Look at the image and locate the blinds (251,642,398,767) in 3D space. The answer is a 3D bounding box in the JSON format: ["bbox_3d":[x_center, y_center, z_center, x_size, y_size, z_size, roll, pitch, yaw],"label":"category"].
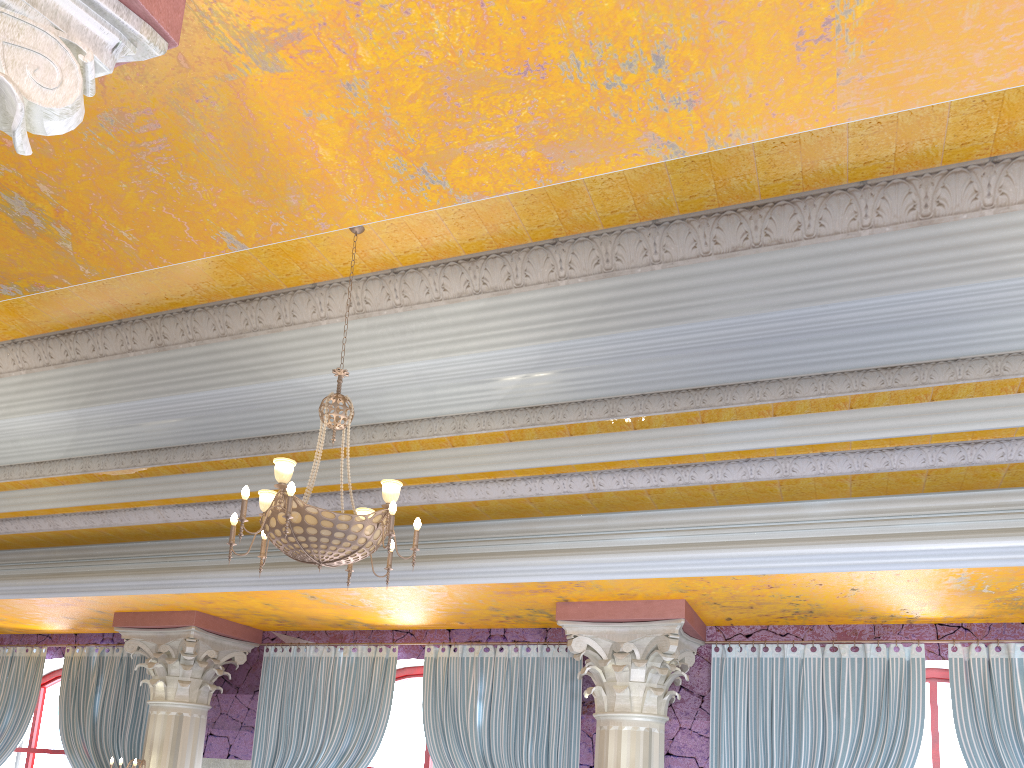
[{"bbox_3d":[-2.043,4.292,8.548,1.714,3.307,0.257,-3,-14,24],"label":"blinds"}]

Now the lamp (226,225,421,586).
[{"bbox_3d":[-0.988,0.032,4.889,0.974,2.043,1.006,10,-16,-22],"label":"lamp"}]

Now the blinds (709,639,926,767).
[{"bbox_3d":[2.372,3.746,6.813,1.763,3.307,0.257,-3,-14,24],"label":"blinds"}]

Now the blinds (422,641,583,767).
[{"bbox_3d":[-0.173,4.061,7.813,1.712,3.307,0.258,-2,-13,21],"label":"blinds"}]

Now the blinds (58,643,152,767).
[{"bbox_3d":[-4.648,4.614,9.572,1.712,3.307,0.258,-2,-13,21],"label":"blinds"}]

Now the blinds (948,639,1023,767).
[{"bbox_3d":[4.180,3.523,6.102,1.802,3.307,0.258,-2,-13,21],"label":"blinds"}]

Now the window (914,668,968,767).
[{"bbox_3d":[3.531,3.625,7.101,3.581,2.403,0.168,-5,-15,22],"label":"window"}]

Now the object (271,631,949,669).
[{"bbox_3d":[-3.059,4.327,8.908,29.261,3.429,2.228,-7,-19,21],"label":"object"}]

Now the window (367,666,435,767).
[{"bbox_3d":[-0.882,4.171,8.835,3.581,2.403,0.168,-5,-15,22],"label":"window"}]

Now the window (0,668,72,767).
[{"bbox_3d":[-5.315,4.719,10.578,3.581,2.403,0.168,-5,-15,22],"label":"window"}]

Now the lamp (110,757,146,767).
[{"bbox_3d":[-3.708,3.772,8.316,0.339,0.256,0.412,0,-22,9],"label":"lamp"}]

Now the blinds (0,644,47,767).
[{"bbox_3d":[-6.517,4.845,10.307,1.714,3.307,0.257,-3,-14,24],"label":"blinds"}]
